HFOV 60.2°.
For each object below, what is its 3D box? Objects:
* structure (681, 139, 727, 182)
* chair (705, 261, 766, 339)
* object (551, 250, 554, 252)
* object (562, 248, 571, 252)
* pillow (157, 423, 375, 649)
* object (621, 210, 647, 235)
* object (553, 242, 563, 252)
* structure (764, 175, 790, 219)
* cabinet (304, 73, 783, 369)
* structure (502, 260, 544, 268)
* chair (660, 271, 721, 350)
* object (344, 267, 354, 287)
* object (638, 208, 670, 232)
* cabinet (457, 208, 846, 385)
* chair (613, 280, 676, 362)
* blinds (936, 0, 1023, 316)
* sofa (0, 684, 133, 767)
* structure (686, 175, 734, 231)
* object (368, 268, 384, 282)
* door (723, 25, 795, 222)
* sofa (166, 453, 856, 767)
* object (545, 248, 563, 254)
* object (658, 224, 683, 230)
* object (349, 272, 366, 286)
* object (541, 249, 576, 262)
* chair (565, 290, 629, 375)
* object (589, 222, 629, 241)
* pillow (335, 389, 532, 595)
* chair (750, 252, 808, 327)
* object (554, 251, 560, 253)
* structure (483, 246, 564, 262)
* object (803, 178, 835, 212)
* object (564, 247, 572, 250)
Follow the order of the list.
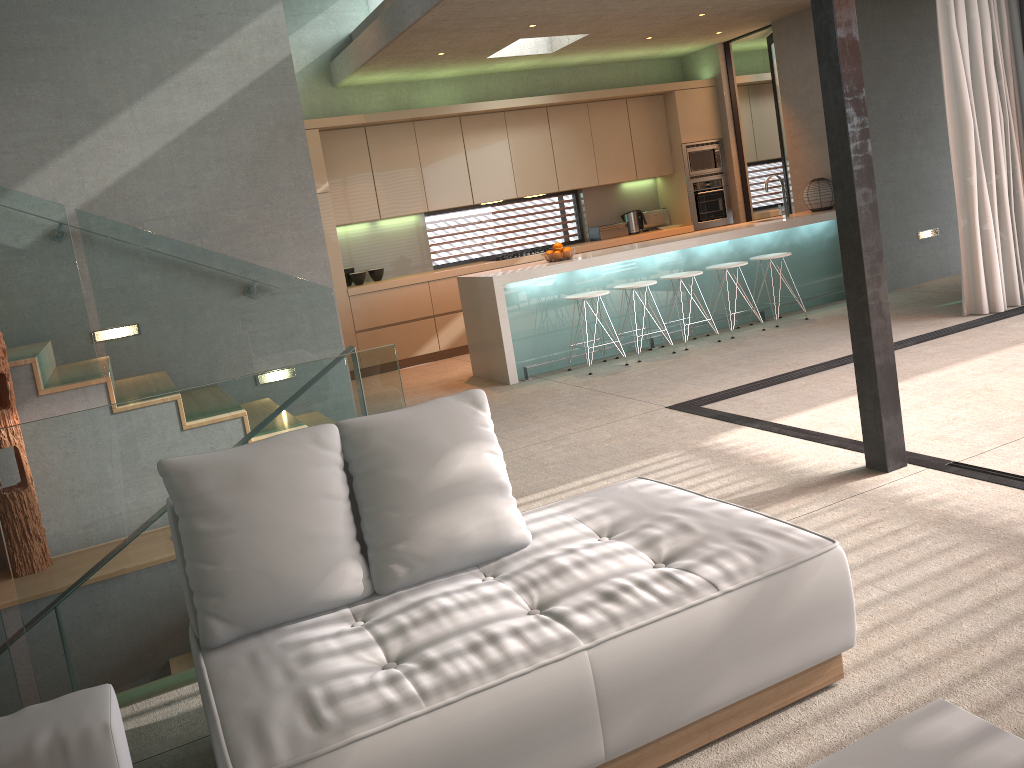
[{"bbox_3d":[2.188,-2.676,10.669,0.600,0.433,0.462,-13,10,-24],"label":"structure"},{"bbox_3d":[1.963,-0.760,7.918,0.384,0.618,0.383,-12,8,-24],"label":"chair"},{"bbox_3d":[0.353,-1.146,7.866,0.086,0.086,0.088,-5,10,26],"label":"object"},{"bbox_3d":[0.477,-1.144,7.741,0.087,0.086,0.087,-15,10,-33],"label":"object"},{"bbox_3d":[-0.663,0.398,2.418,0.495,0.493,0.239,-13,8,-23],"label":"pillow"},{"bbox_3d":[1.458,-1.943,10.604,0.279,0.283,0.178,-12,8,-18],"label":"object"},{"bbox_3d":[0.407,-1.207,7.832,0.095,0.093,0.095,-10,9,-4],"label":"object"},{"bbox_3d":[2.610,-1.855,8.786,0.097,0.437,0.259,-12,8,-23],"label":"structure"},{"bbox_3d":[1.269,-1.966,9.612,7.521,2.543,1.973,-14,9,-24],"label":"cabinet"},{"bbox_3d":[0.302,-1.087,9.602,0.834,0.496,0.079,-13,8,-24],"label":"structure"},{"bbox_3d":[1.519,-0.649,7.714,0.384,0.618,0.383,-12,8,-24],"label":"chair"},{"bbox_3d":[-1.738,-1.107,9.198,0.225,0.186,0.228,-1,12,43],"label":"object"},{"bbox_3d":[1.724,-2.000,10.777,0.392,0.245,0.151,-13,9,-24],"label":"object"},{"bbox_3d":[1.588,-0.929,8.377,4.149,0.891,0.803,-14,9,-24],"label":"cabinet"},{"bbox_3d":[1.091,-0.543,7.519,0.384,0.618,0.383,-12,8,-24],"label":"chair"},{"bbox_3d":[3.785,-2.053,7.002,0.892,2.907,0.230,-13,7,-27],"label":"blinds"},{"bbox_3d":[-0.534,1.076,0.073,1.056,0.745,3.476,-13,11,-23],"label":"sofa"},{"bbox_3d":[2.276,-2.179,10.707,0.600,0.574,0.499,-13,9,-24],"label":"structure"},{"bbox_3d":[-1.424,-1.147,9.303,0.171,0.125,0.169,-16,11,-37],"label":"object"},{"bbox_3d":[0.203,-0.416,5.347,5.761,4.431,15.530,-2,13,38],"label":"door"},{"bbox_3d":[-0.034,0.548,2.442,1.607,0.726,1.017,-14,10,-24],"label":"sofa"},{"bbox_3d":[0.371,-1.135,7.763,0.173,0.099,0.098,-5,9,21],"label":"object"},{"bbox_3d":[1.889,-1.869,10.526,0.309,0.034,0.314,-2,13,34],"label":"object"},{"bbox_3d":[-1.579,-1.080,9.086,0.171,0.125,0.169,-16,11,-37],"label":"object"},{"bbox_3d":[0.414,-1.130,7.806,0.317,0.081,0.317,-14,11,-23],"label":"object"},{"bbox_3d":[0.668,-0.437,7.327,0.384,0.618,0.383,-12,8,-24],"label":"chair"},{"bbox_3d":[1.151,-1.810,10.506,0.403,0.158,0.241,-14,10,-24],"label":"object"},{"bbox_3d":[-0.229,0.302,2.613,0.495,0.479,0.267,-13,8,-23],"label":"pillow"},{"bbox_3d":[2.414,-0.872,8.124,0.384,0.618,0.383,-12,8,-24],"label":"chair"},{"bbox_3d":[0.399,-1.123,7.717,0.081,0.080,0.081,-8,9,5],"label":"object"},{"bbox_3d":[0.149,-1.425,9.795,0.844,0.090,0.466,-14,12,-24],"label":"structure"},{"bbox_3d":[3.168,-1.948,9.083,0.343,0.331,0.340,-15,10,-32],"label":"object"},{"bbox_3d":[0.493,-1.167,7.831,0.095,0.093,0.094,-15,10,-35],"label":"object"}]
